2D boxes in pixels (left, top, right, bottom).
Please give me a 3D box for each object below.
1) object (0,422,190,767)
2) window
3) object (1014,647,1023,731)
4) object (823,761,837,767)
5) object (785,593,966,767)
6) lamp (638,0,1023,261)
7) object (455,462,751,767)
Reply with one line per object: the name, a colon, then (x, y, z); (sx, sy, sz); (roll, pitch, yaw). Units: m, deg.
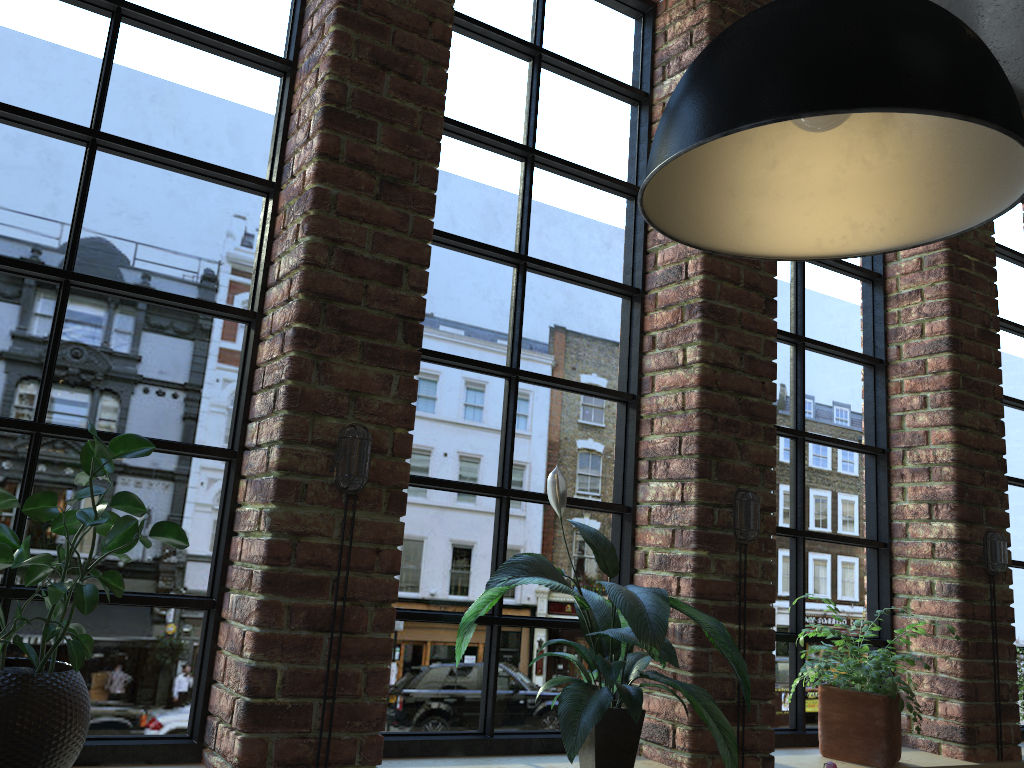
object: (-0.881, 0.414, 1.666); (0.508, 0.665, 0.388); (6, -12, -7)
window: (-0.716, -0.587, 1.019); (3.563, 2.438, 8.199); (0, -13, 23)
object: (2.090, 1.169, 3.249); (0.581, 0.371, 0.517); (12, -14, -30)
object: (0.302, 0.688, 1.092); (0.214, 0.433, 0.138); (7, -13, -11)
object: (1.083, 0.917, 2.756); (0.456, 0.484, 0.423); (7, -12, -9)
lamp: (0.504, -0.917, 1.442); (0.519, 1.331, 0.537); (7, -13, -13)
object: (0.214, 0.570, 2.184); (0.702, 0.754, 0.632); (12, -14, -31)
